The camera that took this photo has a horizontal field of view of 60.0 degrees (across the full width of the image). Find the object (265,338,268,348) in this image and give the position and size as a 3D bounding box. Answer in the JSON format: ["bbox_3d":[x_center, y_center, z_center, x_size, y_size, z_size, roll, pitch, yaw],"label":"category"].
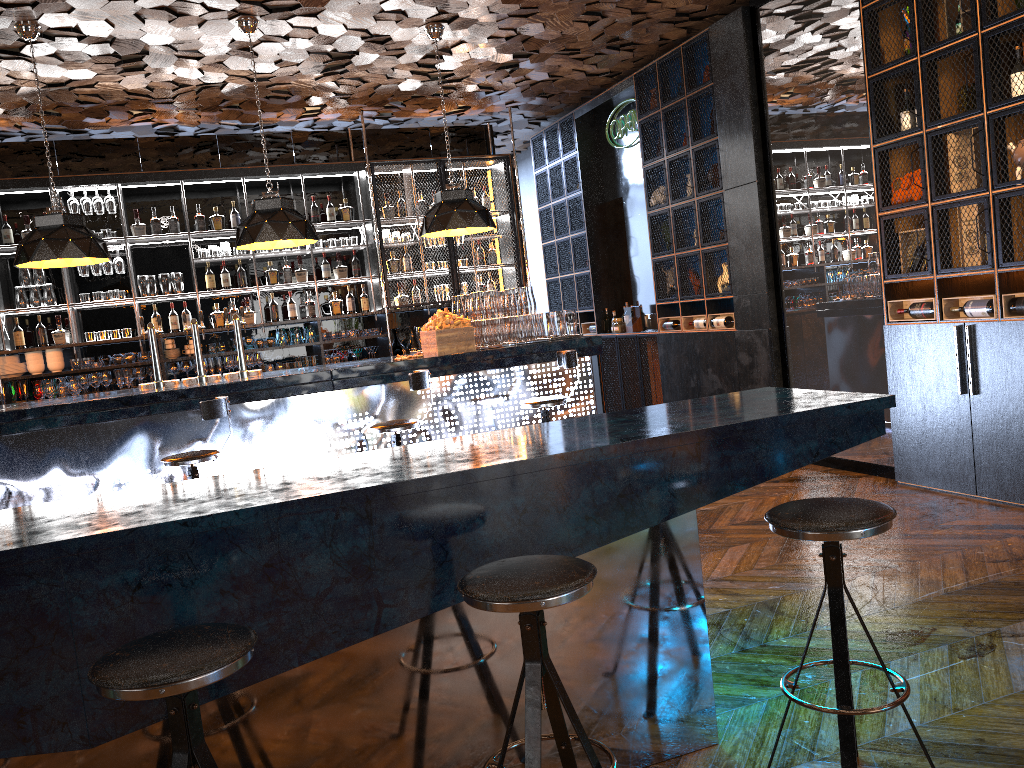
[{"bbox_3d":[-2.404,-0.414,8.807,0.098,0.097,0.098,-6,5,5],"label":"object"}]

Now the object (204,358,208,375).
[{"bbox_3d":[-2.983,-0.130,8.625,0.058,0.234,0.058,-5,5,13],"label":"object"}]

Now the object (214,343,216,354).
[{"bbox_3d":[-2.919,-0.346,8.673,0.058,0.099,0.067,-8,5,-17],"label":"object"}]

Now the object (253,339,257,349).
[{"bbox_3d":[-2.562,-0.407,8.942,0.098,0.097,0.098,-9,5,-28],"label":"object"}]

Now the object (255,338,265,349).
[{"bbox_3d":[-2.462,-0.397,8.678,0.098,0.097,0.098,-10,6,-40],"label":"object"}]

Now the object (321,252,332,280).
[{"bbox_3d":[-1.908,-1.202,9.081,0.086,0.298,0.086,-4,5,29],"label":"object"}]

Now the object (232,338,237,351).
[{"bbox_3d":[-2.666,-0.384,8.627,0.100,0.125,0.100,-5,5,19],"label":"object"}]

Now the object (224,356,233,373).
[{"bbox_3d":[-2.747,-0.153,8.611,0.091,0.229,0.091,-9,5,-33],"label":"object"}]

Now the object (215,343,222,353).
[{"bbox_3d":[-2.837,-0.347,8.570,0.067,0.099,0.058,-5,5,16],"label":"object"}]

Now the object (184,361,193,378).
[{"bbox_3d":[-3.145,-0.107,8.598,0.108,0.227,0.108,-3,6,35],"label":"object"}]

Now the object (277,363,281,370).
[{"bbox_3d":[-2.323,-0.157,8.880,0.067,0.099,0.067,-2,6,42],"label":"object"}]

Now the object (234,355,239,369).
[{"bbox_3d":[-2.735,-0.175,8.862,0.091,0.229,0.091,-4,5,32],"label":"object"}]

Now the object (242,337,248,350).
[{"bbox_3d":[-2.646,-0.408,8.891,0.108,0.126,0.108,-2,6,42],"label":"object"}]

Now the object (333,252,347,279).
[{"bbox_3d":[-1.768,-1.209,9.110,0.123,0.279,0.123,-9,5,-31],"label":"object"}]

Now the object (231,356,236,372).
[{"bbox_3d":[-2.748,-0.163,8.736,0.091,0.229,0.091,-6,5,1],"label":"object"}]

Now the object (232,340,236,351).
[{"bbox_3d":[-2.708,-0.389,8.743,0.100,0.125,0.100,-4,5,28],"label":"object"}]

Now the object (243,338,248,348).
[{"bbox_3d":[-2.602,-0.404,8.776,0.108,0.126,0.108,-9,5,-25],"label":"object"}]

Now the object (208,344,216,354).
[{"bbox_3d":[-2.880,-0.337,8.512,0.058,0.099,0.067,-4,5,25],"label":"object"}]

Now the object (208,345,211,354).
[{"bbox_3d":[-2.906,-0.340,8.576,0.058,0.099,0.067,-3,6,40],"label":"object"}]

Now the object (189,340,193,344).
[{"bbox_3d":[-3.055,-0.394,8.522,0.094,0.068,0.106,-8,5,-20],"label":"object"}]

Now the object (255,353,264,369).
[{"bbox_3d":[-2.477,-0.192,8.712,0.091,0.229,0.091,-2,6,42],"label":"object"}]

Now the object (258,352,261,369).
[{"bbox_3d":[-2.551,-0.201,8.931,0.091,0.229,0.091,-8,5,-22],"label":"object"}]

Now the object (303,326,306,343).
[{"bbox_3d":[-2.084,-0.507,9.042,0.115,0.172,0.101,-7,5,-10],"label":"object"}]

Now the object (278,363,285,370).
[{"bbox_3d":[-2.279,-0.152,8.763,0.067,0.099,0.067,-2,6,42],"label":"object"}]

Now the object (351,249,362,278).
[{"bbox_3d":[-1.617,-1.243,9.182,0.086,0.299,0.086,-4,5,29],"label":"object"}]

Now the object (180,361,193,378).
[{"bbox_3d":[-3.107,-0.102,8.486,0.108,0.227,0.108,-3,6,40],"label":"object"}]

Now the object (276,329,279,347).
[{"bbox_3d":[-2.302,-0.466,8.833,0.115,0.172,0.101,-7,5,-10],"label":"object"}]

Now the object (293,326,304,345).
[{"bbox_3d":[-2.119,-0.480,8.761,0.115,0.172,0.101,-10,6,-35],"label":"object"}]

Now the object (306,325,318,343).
[{"bbox_3d":[-1.998,-0.498,8.813,0.101,0.172,0.115,-6,5,10],"label":"object"}]

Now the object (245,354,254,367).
[{"bbox_3d":[-2.567,-0.179,8.681,0.091,0.229,0.091,-6,5,7],"label":"object"}]

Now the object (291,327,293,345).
[{"bbox_3d":[-2.168,-0.485,8.879,0.101,0.172,0.115,-6,5,10],"label":"object"}]

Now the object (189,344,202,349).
[{"bbox_3d":[-3.051,-0.351,8.536,0.094,0.069,0.106,-5,5,21],"label":"object"}]

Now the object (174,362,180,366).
[{"bbox_3d":[-3.292,-0.096,8.674,0.108,0.227,0.108,-6,5,11],"label":"object"}]

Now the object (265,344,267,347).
[{"bbox_3d":[-2.434,-0.419,8.905,0.098,0.097,0.098,-9,5,-33],"label":"object"}]

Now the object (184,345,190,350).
[{"bbox_3d":[-3.124,-0.347,8.602,0.094,0.069,0.105,-11,6,-43],"label":"object"}]

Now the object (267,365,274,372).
[{"bbox_3d":[-2.378,-0.139,8.729,0.067,0.100,0.067,-9,5,-27],"label":"object"}]

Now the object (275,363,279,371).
[{"bbox_3d":[-2.359,-0.160,8.970,0.067,0.099,0.067,-2,6,42],"label":"object"}]

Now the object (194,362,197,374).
[{"bbox_3d":[-3.010,-0.118,8.504,0.058,0.234,0.058,-5,5,23],"label":"object"}]

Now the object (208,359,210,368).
[{"bbox_3d":[-2.952,-0.140,8.721,0.049,0.231,0.049,-9,5,-30],"label":"object"}]

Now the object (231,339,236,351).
[{"bbox_3d":[-2.751,-0.393,8.853,0.100,0.125,0.100,-7,5,-7],"label":"object"}]

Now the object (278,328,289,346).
[{"bbox_3d":[-2.255,-0.462,8.721,0.115,0.172,0.101,-6,5,10],"label":"object"}]

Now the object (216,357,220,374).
[{"bbox_3d":[-2.886,-0.149,8.741,0.049,0.231,0.049,-8,5,-17],"label":"object"}]

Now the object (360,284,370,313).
[{"bbox_3d":[-1.534,-0.887,9.223,0.080,0.299,0.080,-8,5,-17],"label":"object"}]

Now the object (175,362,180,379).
[{"bbox_3d":[-3.251,-0.092,8.559,0.108,0.227,0.108,-10,6,-40],"label":"object"}]

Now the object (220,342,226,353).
[{"bbox_3d":[-2.837,-0.356,8.681,0.058,0.099,0.067,-7,5,-8],"label":"object"}]

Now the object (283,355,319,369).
[{"bbox_3d":[-2.127,-0.202,8.937,0.356,0.134,0.206,-7,5,-12],"label":"object"}]

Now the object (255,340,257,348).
[{"bbox_3d":[-2.496,-0.401,8.774,0.098,0.097,0.098,-5,5,18],"label":"object"}]

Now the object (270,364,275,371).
[{"bbox_3d":[-2.403,-0.145,8.839,0.067,0.100,0.067,-9,5,-27],"label":"object"}]

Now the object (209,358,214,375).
[{"bbox_3d":[-2.888,-0.133,8.539,0.049,0.231,0.049,-7,5,-8],"label":"object"}]

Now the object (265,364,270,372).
[{"bbox_3d":[-2.451,-0.148,8.940,0.067,0.100,0.067,-9,5,-27],"label":"object"}]

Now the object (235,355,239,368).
[{"bbox_3d":[-2.653,-0.167,8.651,0.091,0.229,0.091,-4,5,27],"label":"object"}]

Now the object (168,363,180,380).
[{"bbox_3d":[-3.214,-0.087,8.446,0.108,0.227,0.108,-9,5,-28],"label":"object"}]

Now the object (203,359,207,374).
[{"bbox_3d":[-2.959,-0.126,8.532,0.058,0.234,0.058,-8,5,-16],"label":"object"}]

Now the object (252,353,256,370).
[{"bbox_3d":[-2.569,-0.189,8.799,0.091,0.229,0.091,-9,5,-26],"label":"object"}]

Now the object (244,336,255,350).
[{"bbox_3d":[-2.563,-0.400,8.667,0.108,0.126,0.108,-5,5,14],"label":"object"}]

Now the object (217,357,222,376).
[{"bbox_3d":[-2.818,-0.143,8.564,0.049,0.231,0.049,-9,5,-24],"label":"object"}]

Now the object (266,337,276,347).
[{"bbox_3d":[-2.364,-0.411,8.707,0.098,0.097,0.098,-5,5,14],"label":"object"}]

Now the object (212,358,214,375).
[{"bbox_3d":[-2.924,-0.139,8.662,0.049,0.231,0.049,-5,5,17],"label":"object"}]
